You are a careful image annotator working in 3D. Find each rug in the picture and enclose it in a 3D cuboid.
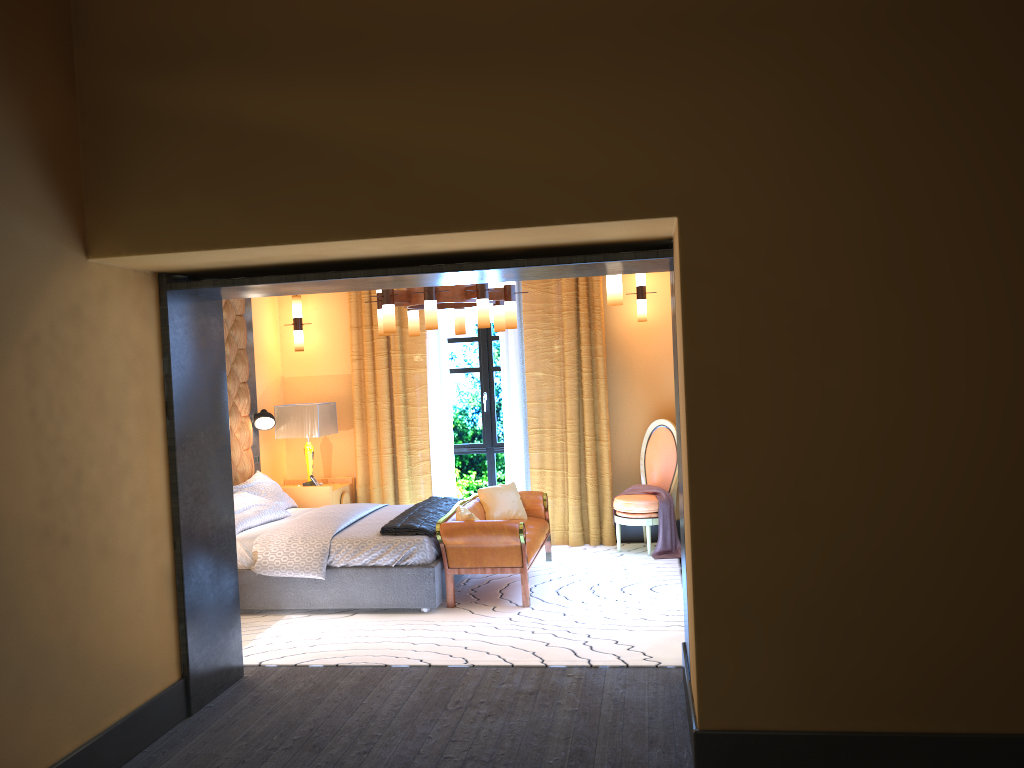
[{"bbox_3d":[-0.527,1.569,6.715,3.703,0.016,3.385,-3,1,9],"label":"rug"}]

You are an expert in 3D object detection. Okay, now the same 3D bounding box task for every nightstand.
[{"bbox_3d":[-1.898,1.272,8.368,0.720,0.690,0.680,-3,1,9],"label":"nightstand"}]

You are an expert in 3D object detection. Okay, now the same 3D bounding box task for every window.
[{"bbox_3d":[-0.244,0.033,8.671,1.200,3.002,0.130,-2,2,9],"label":"window"}]

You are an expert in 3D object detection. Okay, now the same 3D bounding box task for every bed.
[{"bbox_3d":[-1.436,1.150,7.011,2.107,0.825,1.887,-3,1,8],"label":"bed"}]

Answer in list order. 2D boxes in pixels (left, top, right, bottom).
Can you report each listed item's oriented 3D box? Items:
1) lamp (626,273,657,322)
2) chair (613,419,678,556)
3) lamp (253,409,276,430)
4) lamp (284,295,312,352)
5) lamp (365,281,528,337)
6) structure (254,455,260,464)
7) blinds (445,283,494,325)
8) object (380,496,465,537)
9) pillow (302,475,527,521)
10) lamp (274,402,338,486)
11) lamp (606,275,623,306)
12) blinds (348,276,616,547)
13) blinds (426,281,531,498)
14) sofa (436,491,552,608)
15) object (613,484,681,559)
[{"bbox_3d":[1.164,-0.828,7.985,0.199,0.532,0.199,-4,2,-36],"label":"lamp"},{"bbox_3d":[1.186,0.900,7.836,0.500,1.148,0.632,-1,2,42],"label":"chair"},{"bbox_3d":[-2.066,0.326,8.024,0.568,0.218,0.231,-3,1,-34],"label":"lamp"},{"bbox_3d":[-2.047,-0.578,8.478,0.199,0.532,0.199,-4,2,-36],"label":"lamp"},{"bbox_3d":[-0.529,-1.464,6.502,1.141,2.170,1.140,-2,2,31],"label":"lamp"},{"bbox_3d":[-2.297,0.680,7.969,0.016,0.071,0.103,-2,1,9],"label":"structure"},{"bbox_3d":[-0.296,-1.029,8.624,1.200,0.874,0.013,-3,2,9],"label":"blinds"},{"bbox_3d":[-0.643,1.010,6.880,0.405,0.105,1.460,-3,1,8],"label":"object"},{"bbox_3d":[-0.680,0.991,7.506,1.146,0.407,2.628,-3,1,-40],"label":"pillow"},{"bbox_3d":[-1.896,0.586,8.247,0.424,0.803,0.505,-2,2,9],"label":"lamp"},{"bbox_3d":[0.570,-0.709,4.991,0.199,0.532,0.199,-4,2,-36],"label":"lamp"},{"bbox_3d":[-0.347,-0.524,8.256,2.451,4.149,0.134,-2,2,9],"label":"blinds"},{"bbox_3d":[-0.371,-0.501,8.345,2.051,4.078,0.236,-3,2,6],"label":"blinds"},{"bbox_3d":[-0.087,1.227,6.887,0.650,0.640,1.614,-3,1,9],"label":"sofa"},{"bbox_3d":[1.228,1.178,7.737,0.428,0.572,0.803,-4,1,-34],"label":"object"}]
